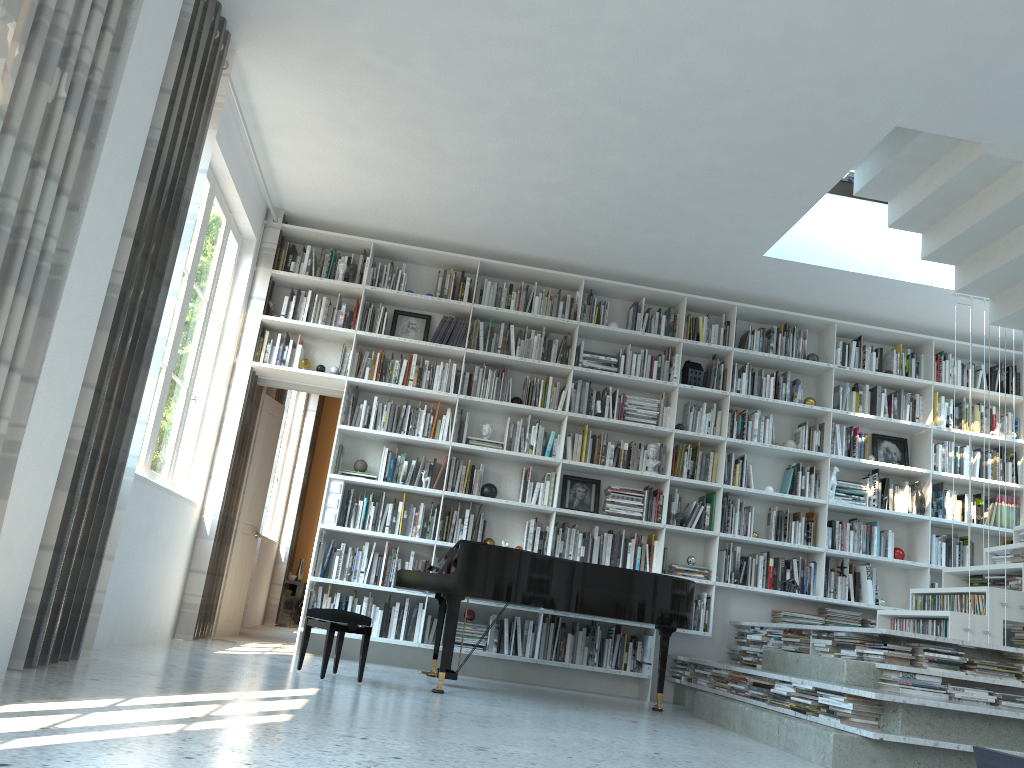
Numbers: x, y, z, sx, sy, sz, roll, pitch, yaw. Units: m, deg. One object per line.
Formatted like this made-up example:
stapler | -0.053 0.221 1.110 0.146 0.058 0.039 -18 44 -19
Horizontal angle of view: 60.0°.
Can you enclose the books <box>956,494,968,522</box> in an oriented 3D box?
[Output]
books | 3.613 1.022 7.162 0.022 0.246 0.181 9 -14 -5

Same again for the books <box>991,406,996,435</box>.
books | 3.958 0.341 7.376 0.023 0.286 0.163 9 -14 -5

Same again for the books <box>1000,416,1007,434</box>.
books | 4.046 0.390 7.369 0.023 0.213 0.181 9 -14 -5

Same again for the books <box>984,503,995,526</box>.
books | 3.816 1.073 7.175 0.088 0.216 0.167 9 -14 -5

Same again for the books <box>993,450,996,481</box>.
books | 3.909 0.695 7.277 0.013 0.276 0.188 9 -14 -5

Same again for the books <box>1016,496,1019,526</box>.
books | 4.049 1.067 7.195 0.018 0.292 0.169 9 -14 -5

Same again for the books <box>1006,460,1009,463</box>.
books | 4.050 0.749 7.313 0.024 0.229 0.131 9 -14 -5

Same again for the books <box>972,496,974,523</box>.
books | 3.697 1.040 7.190 0.025 0.248 0.134 9 -14 -5

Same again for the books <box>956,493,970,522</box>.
books | 3.637 1.023 7.176 0.029 0.258 0.172 9 -14 -5

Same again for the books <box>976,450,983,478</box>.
books | 3.791 0.686 7.268 0.023 0.257 0.184 9 -14 -5

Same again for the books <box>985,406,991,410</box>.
books | 3.940 0.338 7.386 0.011 0.293 0.151 9 -14 -5

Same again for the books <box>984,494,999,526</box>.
books | 3.861 1.042 7.189 0.072 0.290 0.169 9 -14 -5

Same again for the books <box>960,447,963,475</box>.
books | 3.634 0.659 7.252 0.024 0.258 0.157 9 -14 -5

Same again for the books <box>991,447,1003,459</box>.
books | 3.999 0.689 7.311 0.013 0.329 0.140 9 -14 -5

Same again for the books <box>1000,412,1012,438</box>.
books | 4.095 0.378 7.387 0.029 0.257 0.163 9 -14 -5

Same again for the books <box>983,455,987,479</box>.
books | 3.846 0.710 7.289 0.028 0.236 0.146 9 -14 -5

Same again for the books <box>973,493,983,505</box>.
books | 3.762 1.034 7.189 0.026 0.277 0.170 9 -14 -5

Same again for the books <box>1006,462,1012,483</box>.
books | 4.026 0.753 7.273 0.029 0.195 0.192 9 -14 -5

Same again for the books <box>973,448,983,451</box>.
books | 3.824 0.680 7.293 0.024 0.291 0.132 9 -14 -5

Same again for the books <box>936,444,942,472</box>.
books | 3.436 0.630 7.223 0.023 0.247 0.182 9 -14 -5

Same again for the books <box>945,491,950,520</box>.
books | 3.462 0.997 7.145 0.026 0.245 0.181 9 -14 -5

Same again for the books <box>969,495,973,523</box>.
books | 3.679 1.034 7.186 0.012 0.253 0.161 9 -14 -5

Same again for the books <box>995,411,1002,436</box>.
books | 4.003 0.363 7.372 0.070 0.253 0.154 9 -14 -5

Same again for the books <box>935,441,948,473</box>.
books | 3.494 0.620 7.229 0.014 0.285 0.186 9 -14 -5

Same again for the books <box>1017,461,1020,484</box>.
books | 4.112 0.757 7.289 0.021 0.218 0.184 9 -14 -5

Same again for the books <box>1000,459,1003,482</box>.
books | 3.951 0.733 7.269 0.025 0.211 0.189 9 -14 -5

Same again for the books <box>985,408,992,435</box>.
books | 3.924 0.346 7.359 0.022 0.260 0.161 9 -14 -5

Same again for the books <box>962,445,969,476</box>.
books | 3.684 0.656 7.261 0.030 0.283 0.166 9 -14 -5

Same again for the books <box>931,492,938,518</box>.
books | 3.378 0.995 7.165 0.066 0.236 0.144 9 -14 -5

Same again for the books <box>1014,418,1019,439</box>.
books | 4.153 0.404 7.369 0.011 0.216 0.170 9 -14 -5

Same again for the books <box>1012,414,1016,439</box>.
books | 4.128 0.389 7.388 0.040 0.246 0.160 9 -14 -5

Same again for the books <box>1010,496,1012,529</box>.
books | 3.994 1.061 7.201 0.018 0.292 0.169 9 -14 -5

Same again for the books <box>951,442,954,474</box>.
books | 3.555 0.630 7.249 0.012 0.292 0.166 9 -14 -5

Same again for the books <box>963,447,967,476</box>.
books | 3.657 0.661 7.252 0.022 0.262 0.173 9 -14 -5

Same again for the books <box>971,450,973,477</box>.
books | 3.728 0.681 7.276 0.012 0.253 0.161 9 -14 -5

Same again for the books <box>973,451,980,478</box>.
books | 3.758 0.685 7.257 0.045 0.244 0.177 9 -14 -5

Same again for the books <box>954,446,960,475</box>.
books | 3.609 0.652 7.261 0.025 0.270 0.153 9 -14 -5

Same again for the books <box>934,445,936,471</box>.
books | 3.408 0.631 7.248 0.026 0.249 0.161 9 -14 -5

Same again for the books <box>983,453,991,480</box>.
books | 3.875 0.705 7.283 0.025 0.252 0.160 9 -14 -5

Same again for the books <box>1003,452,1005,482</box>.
books | 4.010 0.712 7.298 0.013 0.282 0.149 9 -14 -5

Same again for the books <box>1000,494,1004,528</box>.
books | 3.924 1.046 7.182 0.018 0.292 0.169 9 -14 -5

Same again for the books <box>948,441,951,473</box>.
books | 3.537 0.628 7.260 0.022 0.296 0.162 9 -14 -5

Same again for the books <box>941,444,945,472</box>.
books | 3.471 0.634 7.238 0.026 0.256 0.174 9 -14 -5

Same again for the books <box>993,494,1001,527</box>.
books | 3.898 1.046 7.193 0.033 0.293 0.169 9 -14 -5

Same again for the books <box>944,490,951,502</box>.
books | 3.485 0.994 7.161 0.022 0.265 0.157 9 -14 -5

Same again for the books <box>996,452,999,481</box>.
books | 3.929 0.702 7.275 0.028 0.267 0.174 9 -14 -5

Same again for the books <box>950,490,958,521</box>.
books | 3.525 0.999 7.151 0.056 0.261 0.177 9 -14 -5

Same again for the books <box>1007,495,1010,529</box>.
books | 3.976 1.057 7.195 0.018 0.292 0.169 9 -14 -5

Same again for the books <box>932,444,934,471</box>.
books | 3.391 0.623 7.235 0.012 0.253 0.161 9 -14 -5

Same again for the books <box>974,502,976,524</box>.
books | 3.713 1.064 7.189 0.014 0.206 0.138 9 -14 -5

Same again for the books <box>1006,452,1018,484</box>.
books | 4.086 0.716 7.294 0.042 0.291 0.186 9 -14 -5

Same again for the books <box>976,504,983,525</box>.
books | 3.735 1.070 7.149 0.024 0.180 0.191 9 -14 -5

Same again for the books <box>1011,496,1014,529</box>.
books | 4.012 1.063 7.198 0.018 0.292 0.169 9 -14 -5

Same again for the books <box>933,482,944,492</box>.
books | 3.445 0.962 7.171 0.012 0.321 0.142 9 -14 -5

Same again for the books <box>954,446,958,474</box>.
books | 3.591 0.652 7.249 0.013 0.259 0.158 9 -14 -5

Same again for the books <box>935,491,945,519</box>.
books | 3.425 0.993 7.143 0.022 0.242 0.171 9 -14 -5

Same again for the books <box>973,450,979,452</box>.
books | 3.806 0.687 7.294 0.010 0.273 0.130 9 -14 -5

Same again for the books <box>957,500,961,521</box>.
books | 3.558 1.040 7.146 0.023 0.188 0.170 9 -14 -5

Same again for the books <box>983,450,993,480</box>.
books | 3.896 0.691 7.280 0.012 0.282 0.152 9 -14 -5
